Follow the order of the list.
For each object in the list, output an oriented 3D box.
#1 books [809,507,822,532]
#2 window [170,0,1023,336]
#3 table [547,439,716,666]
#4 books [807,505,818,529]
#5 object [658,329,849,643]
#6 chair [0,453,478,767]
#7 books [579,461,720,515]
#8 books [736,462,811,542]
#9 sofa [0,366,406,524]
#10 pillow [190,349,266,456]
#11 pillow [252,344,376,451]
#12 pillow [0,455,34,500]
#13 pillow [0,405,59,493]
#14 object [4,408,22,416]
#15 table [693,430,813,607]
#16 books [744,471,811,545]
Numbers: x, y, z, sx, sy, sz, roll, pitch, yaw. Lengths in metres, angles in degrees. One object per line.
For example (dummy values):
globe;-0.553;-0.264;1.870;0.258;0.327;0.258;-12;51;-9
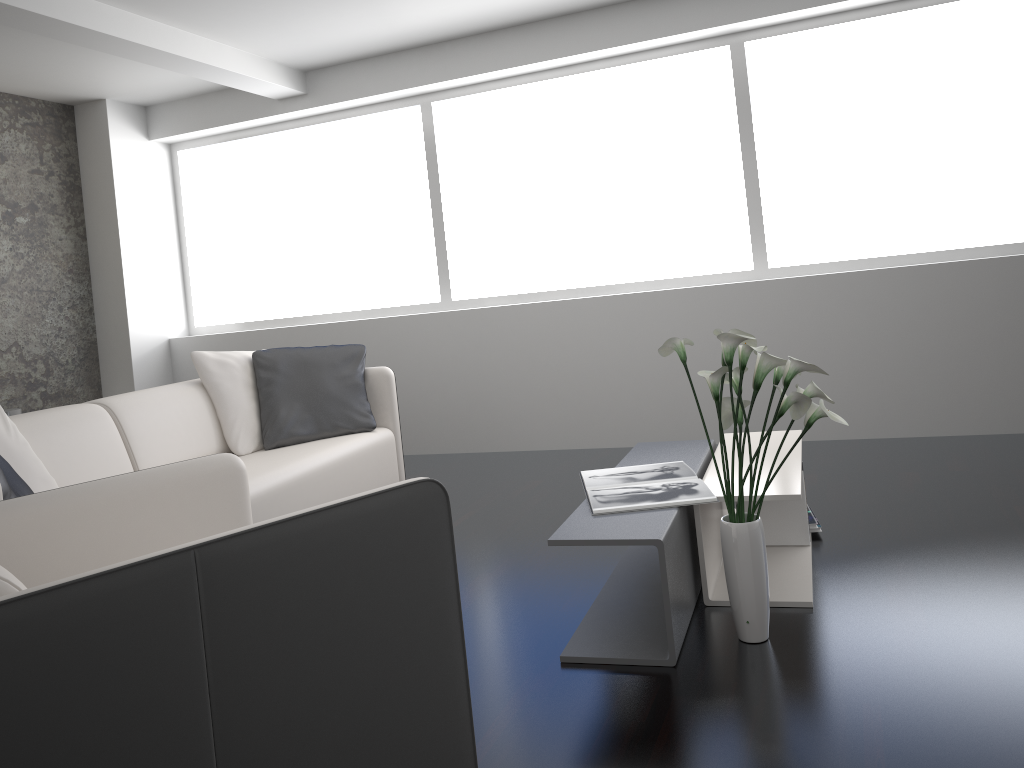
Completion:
books;0.993;0.496;3.197;0.213;0.017;0.265;-5;6;11
window;1.347;-1.284;4.984;8.021;1.433;0.110;-4;0;21
table;0.449;0.462;2.806;0.297;0.313;1.269;-5;6;19
books;0.969;0.483;3.186;0.226;0.017;0.265;-5;6;11
object;0.667;0.244;2.362;0.446;0.797;0.378;-6;1;4
chair;-0.669;0.504;1.481;0.927;0.660;0.764;-10;5;-44
books;0.403;0.309;2.724;0.358;0.017;0.551;-6;6;1
books;0.884;0.404;3.009;0.233;0.263;0.050;-5;0;19
sofa;-1.313;0.374;3.311;0.916;0.658;2.258;-5;6;19
pillow;-1.191;0.066;4.109;0.297;0.506;0.592;-6;3;25
pillow;-0.918;0.034;4.108;0.554;0.436;0.332;-8;2;-24
pillow;-1.451;0.260;2.439;0.279;0.448;0.565;-7;3;-25
pillow;-1.650;0.288;2.672;0.322;0.498;0.588;-6;3;10
object;-2.912;0.250;5.020;0.214;0.190;0.217;-5;3;15
table;0.829;0.407;2.946;0.297;0.313;0.977;-5;5;19
books;0.879;0.420;2.979;0.226;0.238;0.070;-5;0;19
